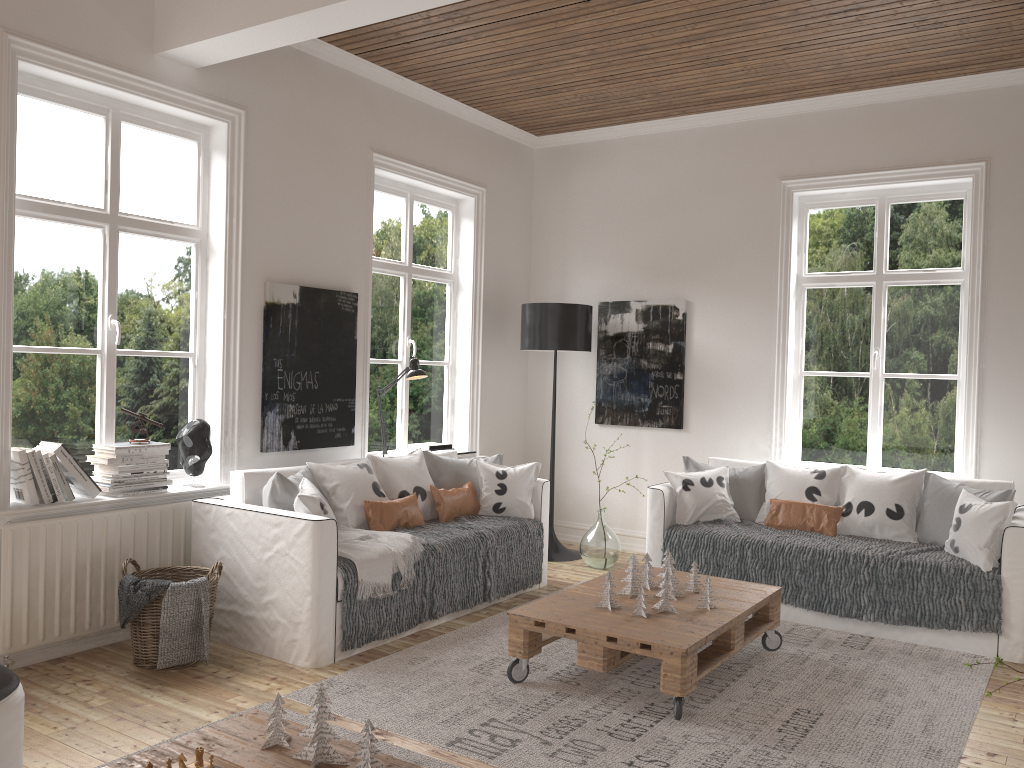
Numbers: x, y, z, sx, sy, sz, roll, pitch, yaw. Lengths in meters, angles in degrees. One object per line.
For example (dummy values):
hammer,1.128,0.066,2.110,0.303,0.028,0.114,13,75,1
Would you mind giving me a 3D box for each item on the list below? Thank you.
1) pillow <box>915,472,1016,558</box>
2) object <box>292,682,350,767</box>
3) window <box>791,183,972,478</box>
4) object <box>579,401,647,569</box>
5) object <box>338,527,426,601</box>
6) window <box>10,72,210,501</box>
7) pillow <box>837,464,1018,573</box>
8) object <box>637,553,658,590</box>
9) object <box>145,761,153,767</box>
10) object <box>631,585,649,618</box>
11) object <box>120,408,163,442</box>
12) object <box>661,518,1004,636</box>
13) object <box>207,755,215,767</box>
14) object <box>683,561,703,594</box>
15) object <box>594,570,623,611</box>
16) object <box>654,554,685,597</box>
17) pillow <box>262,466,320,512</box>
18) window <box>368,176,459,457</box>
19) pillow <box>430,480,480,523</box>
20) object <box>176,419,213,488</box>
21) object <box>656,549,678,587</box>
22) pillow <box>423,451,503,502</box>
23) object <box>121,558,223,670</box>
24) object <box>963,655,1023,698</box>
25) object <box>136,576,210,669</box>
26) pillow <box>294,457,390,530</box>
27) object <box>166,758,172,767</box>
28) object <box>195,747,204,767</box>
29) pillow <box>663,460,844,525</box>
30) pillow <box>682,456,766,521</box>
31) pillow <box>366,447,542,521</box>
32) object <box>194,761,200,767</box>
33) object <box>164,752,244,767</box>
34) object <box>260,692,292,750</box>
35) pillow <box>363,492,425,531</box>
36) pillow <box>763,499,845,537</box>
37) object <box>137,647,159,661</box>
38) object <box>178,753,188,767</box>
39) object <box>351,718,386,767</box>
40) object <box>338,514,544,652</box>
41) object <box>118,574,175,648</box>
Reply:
pillow,2.366,0.704,4.624,0.292,0.437,0.546,1,1,-23
object,-0.474,0.844,2.217,0.111,0.204,0.118,1,1,-33
window,2.344,-0.309,5.693,1.055,1.872,0.120,2,1,33
object,0.692,0.670,5.986,0.515,1.117,0.275,1,1,-40
object,-0.764,0.827,4.354,0.729,0.255,0.588,2,1,37
window,-1.883,-0.403,4.185,0.120,1.872,1.055,2,1,33
pillow,2.169,0.688,4.663,0.403,0.450,1.081,1,1,-33
object,0.628,0.863,4.119,0.095,0.164,0.090,2,1,40
object,-0.819,0.879,2.002,0.025,0.055,0.025,1,1,-25
object,0.528,0.888,3.647,0.068,0.124,0.072,2,1,18
object,-1.745,0.192,4.179,0.177,0.161,0.092,2,1,1
object,1.732,0.983,4.848,1.704,0.390,0.656,2,1,34
object,-0.708,0.890,2.087,0.017,0.037,0.017,1,1,-37
object,0.836,0.879,4.061,0.075,0.147,0.075,1,1,-25
object,0.411,0.865,3.751,0.093,0.161,0.088,2,1,43
object,0.707,0.853,3.965,0.107,0.195,0.113,2,1,40
pillow,-1.055,0.611,4.290,0.282,0.431,0.541,2,1,7
window,-0.692,-0.399,5.996,0.120,1.872,1.055,2,1,33
pillow,-0.318,0.682,5.113,0.117,0.235,0.414,2,1,33
object,-1.587,0.343,4.427,0.171,0.340,0.177,1,1,-21
object,0.731,0.860,4.174,0.090,0.176,0.090,2,1,-5
pillow,-0.305,0.617,5.368,0.546,0.437,0.292,1,1,-23
object,-1.474,0.978,3.843,0.393,0.432,0.393,1,1,-35
object,1.429,0.752,2.233,0.515,1.117,0.275,2,1,0
object,-1.452,0.991,3.804,0.290,0.356,0.349,1,1,-28
pillow,-0.880,0.615,4.404,0.417,0.414,1.020,2,1,15
object,-0.790,0.884,2.042,0.022,0.047,0.022,1,1,-25
object,-0.744,0.887,2.111,0.019,0.040,0.019,1,1,-23
pillow,1.403,0.666,5.199,1.020,0.414,0.417,2,1,15
pillow,1.289,0.659,5.374,0.541,0.431,0.282,2,1,7
pillow,-0.344,0.609,5.171,1.081,0.450,0.403,1,1,-33
object,-0.729,0.890,2.051,0.017,0.037,0.017,1,1,-37
object,-0.702,0.930,1.901,0.429,0.036,0.429,2,1,33
object,-0.612,0.872,2.317,0.079,0.137,0.075,1,1,-8
pillow,-0.617,0.705,4.705,0.116,0.220,0.414,2,1,34
pillow,1.630,0.754,4.975,0.420,0.179,0.127,2,1,35
object,-1.478,1.090,3.849,0.280,0.186,0.291,2,1,19
object,-0.770,0.886,2.075,0.026,0.044,0.026,1,1,-12
object,-0.342,0.871,2.099,0.082,0.160,0.082,2,1,22
object,-0.517,0.963,4.719,0.651,0.423,1.680,2,1,34
object,-1.503,0.973,3.777,0.303,0.332,0.367,2,1,24
